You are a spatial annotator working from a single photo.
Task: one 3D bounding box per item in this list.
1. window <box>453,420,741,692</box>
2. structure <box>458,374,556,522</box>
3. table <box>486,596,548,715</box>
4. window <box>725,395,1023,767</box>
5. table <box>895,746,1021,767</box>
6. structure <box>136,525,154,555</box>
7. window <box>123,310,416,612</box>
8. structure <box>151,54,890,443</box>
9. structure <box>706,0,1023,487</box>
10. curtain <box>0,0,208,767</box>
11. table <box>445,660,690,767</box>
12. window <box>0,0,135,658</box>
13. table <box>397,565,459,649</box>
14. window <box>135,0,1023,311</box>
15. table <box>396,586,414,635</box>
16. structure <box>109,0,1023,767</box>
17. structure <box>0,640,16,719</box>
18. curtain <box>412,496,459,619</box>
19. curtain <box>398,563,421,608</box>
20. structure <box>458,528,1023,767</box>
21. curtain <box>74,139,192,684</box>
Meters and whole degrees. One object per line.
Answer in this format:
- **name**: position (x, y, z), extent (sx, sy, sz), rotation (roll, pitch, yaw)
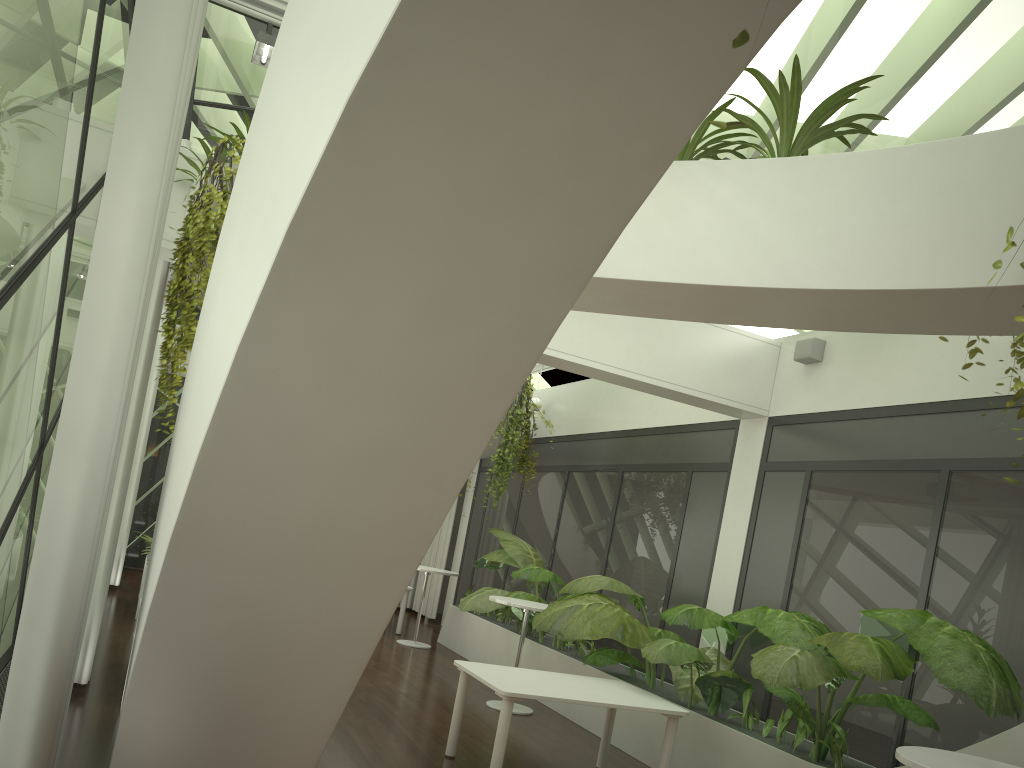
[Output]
- **window**: position (0.580, 2.276, 11.713), extent (0.051, 3.217, 7.185), rotation (11, -8, -21)
- **structure**: position (-0.366, 0.690, 11.039), extent (1.420, 2.063, 1.669), rotation (8, -5, 33)
- **table**: position (0.089, 2.793, 8.979), extent (0.850, 1.091, 0.870), rotation (10, -4, 13)
- **window**: position (3.419, 1.572, 4.761), extent (0.051, 3.218, 7.096), rotation (11, -8, -21)
- **table**: position (2.022, 2.229, 3.775), extent (0.871, 1.091, 0.849), rotation (14, -5, -36)
- **structure**: position (-4.293, 1.777, 12.445), extent (2.023, 1.657, 4.853), rotation (9, -9, 10)
- **window**: position (-3.969, 1.454, 15.756), extent (5.809, 4.623, 0.038), rotation (13, -2, -22)
- **structure**: position (-0.417, -0.445, 5.110), extent (4.579, 2.305, 1.474), rotation (6, -5, 31)
- **structure**: position (1.356, -0.505, 1.482), extent (1.215, 1.845, 3.282), rotation (8, -8, 34)
- **curtain**: position (-1.353, -0.108, 2.968), extent (0.211, 4.161, 1.080), rotation (11, -1, -21)
- **table**: position (0.356, 2.594, 6.502), extent (1.519, 0.714, 1.067), rotation (14, -8, -22)
- **window**: position (-3.418, -0.008, 6.969), extent (0.085, 4.603, 16.761), rotation (11, -9, -21)
- **table**: position (-1.263, 3.129, 12.290), extent (0.850, 1.091, 0.870), rotation (10, -4, 13)
- **window**: position (-0.429, -1.583, 8.087), extent (5.758, 0.055, 16.729), rotation (14, -11, -21)
- **table**: position (-2.397, 3.277, 13.243), extent (1.519, 0.714, 1.067), rotation (14, -8, -22)
- **structure**: position (0.721, 0.840, 3.698), extent (5.970, 4.188, 24.454), rotation (12, -10, -15)
- **structure**: position (-3.915, 2.108, 7.644), extent (0.262, 0.500, 15.143), rotation (12, -10, -21)
- **curtain**: position (-1.204, 2.157, 15.807), extent (0.162, 4.072, 0.992), rotation (11, -1, -22)
- **curtain**: position (-1.982, 2.107, 16.348), extent (1.245, 4.072, 0.158), rotation (11, -1, -23)
- **structure**: position (0.633, 2.413, 8.556), extent (1.804, 1.703, 8.904), rotation (13, -10, -21)
- **curtain**: position (-3.003, 0.237, 6.897), extent (0.162, 4.072, 1.037), rotation (11, -1, -22)
